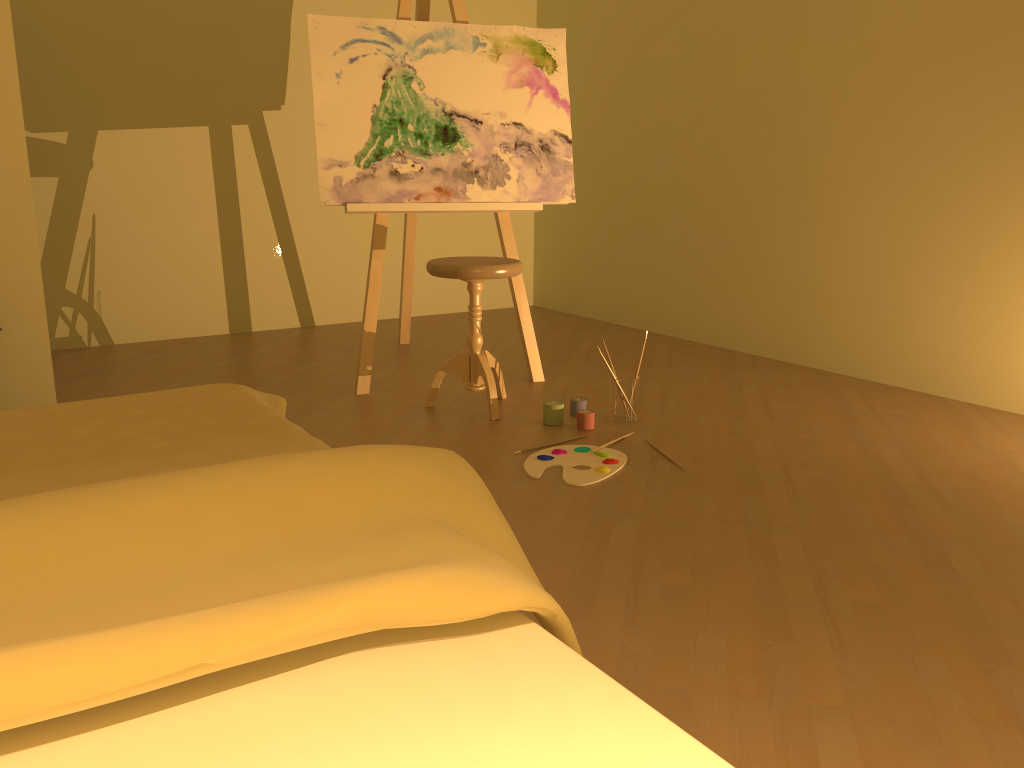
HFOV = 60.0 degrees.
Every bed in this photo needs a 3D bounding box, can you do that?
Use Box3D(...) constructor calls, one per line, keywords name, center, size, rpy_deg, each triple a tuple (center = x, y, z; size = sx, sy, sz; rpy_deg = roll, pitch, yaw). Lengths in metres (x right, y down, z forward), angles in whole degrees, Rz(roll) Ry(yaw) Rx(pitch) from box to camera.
Box3D(name="bed", center=(-0.424, 0.251, 0.749), size=(1.286, 0.894, 2.378), rpy_deg=(-8, 16, -33))

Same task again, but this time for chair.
Box3D(name="chair", center=(-0.134, -0.177, 3.261), size=(0.348, 0.551, 0.364), rpy_deg=(-5, 15, -22))

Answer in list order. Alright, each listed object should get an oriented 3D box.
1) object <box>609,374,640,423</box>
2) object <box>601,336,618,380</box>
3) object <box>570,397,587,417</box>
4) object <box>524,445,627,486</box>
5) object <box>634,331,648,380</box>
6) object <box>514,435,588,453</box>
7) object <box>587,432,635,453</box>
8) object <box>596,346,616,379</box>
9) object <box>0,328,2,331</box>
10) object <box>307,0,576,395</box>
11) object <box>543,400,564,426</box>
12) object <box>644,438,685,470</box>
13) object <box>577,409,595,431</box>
Box3D(name="object", center=(0.400, 0.051, 3.167), size=(0.106, 0.157, 0.106), rpy_deg=(8, 15, 27))
Box3D(name="object", center=(0.372, -0.020, 3.179), size=(0.010, 0.286, 0.159), rpy_deg=(-10, 17, -37))
Box3D(name="object", center=(0.242, 0.085, 3.233), size=(0.060, 0.060, 0.060), rpy_deg=(12, 18, 40))
Box3D(name="object", center=(0.189, 0.235, 2.706), size=(0.288, 0.014, 0.366), rpy_deg=(8, 15, 27))
Box3D(name="object", center=(0.444, -0.032, 3.166), size=(0.069, 0.319, 0.010), rpy_deg=(-1, 14, -7))
Box3D(name="object", center=(0.133, 0.194, 2.885), size=(0.325, 0.010, 0.010), rpy_deg=(-10, 17, -37))
Box3D(name="object", center=(0.326, 0.190, 2.896), size=(0.010, 0.015, 0.325), rpy_deg=(10, 16, 33))
Box3D(name="object", center=(0.371, -0.005, 3.131), size=(0.172, 0.278, 0.010), rpy_deg=(-5, 15, -21))
Box3D(name="object", center=(-1.716, -0.056, 2.745), size=(0.248, 0.535, 0.255), rpy_deg=(1, 14, 1))
Box3D(name="object", center=(-0.428, -0.916, 3.704), size=(1.132, 1.896, 0.972), rpy_deg=(11, 17, 38))
Box3D(name="object", center=(0.146, 0.102, 3.125), size=(0.073, 0.073, 0.073), rpy_deg=(-7, 15, -29))
Box3D(name="object", center=(0.477, 0.218, 2.794), size=(0.010, 0.010, 0.325), rpy_deg=(-3, 14, -13))
Box3D(name="object", center=(0.255, 0.125, 3.067), size=(0.060, 0.060, 0.060), rpy_deg=(11, 17, 37))
